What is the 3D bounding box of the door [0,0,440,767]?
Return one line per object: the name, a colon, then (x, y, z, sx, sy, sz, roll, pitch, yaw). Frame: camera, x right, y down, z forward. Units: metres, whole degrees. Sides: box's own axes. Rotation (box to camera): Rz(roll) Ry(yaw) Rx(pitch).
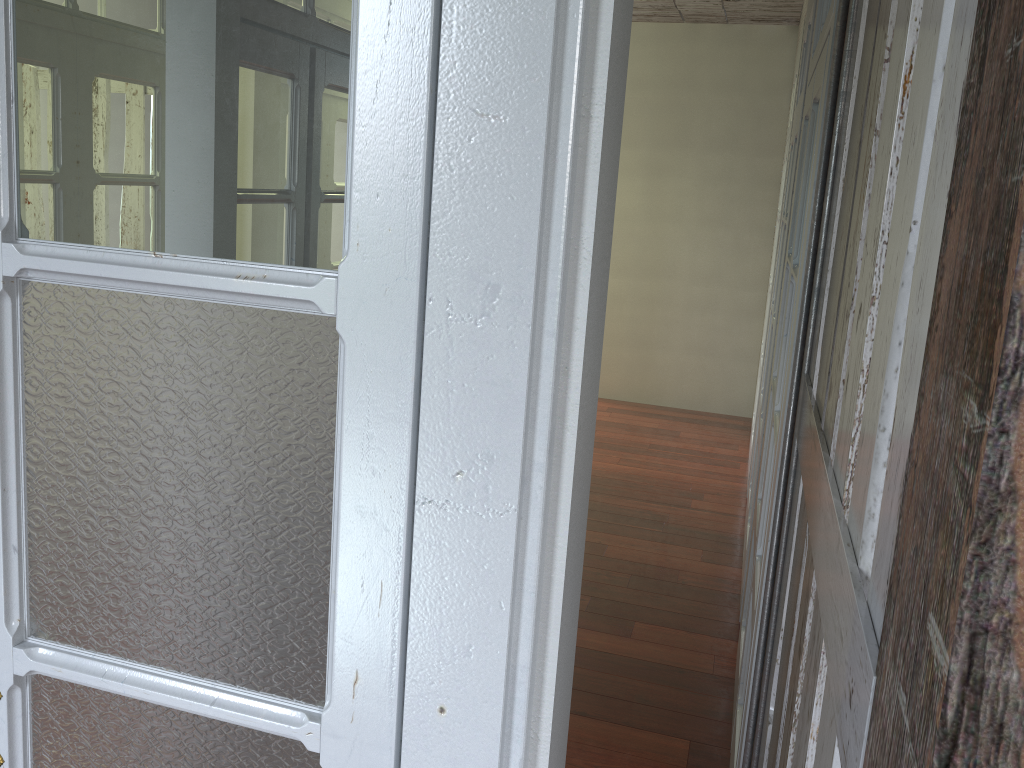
door: (-0.602, 0.354, 0.996, 1.059, 2.159, 0.041, 7, 10, 15)
